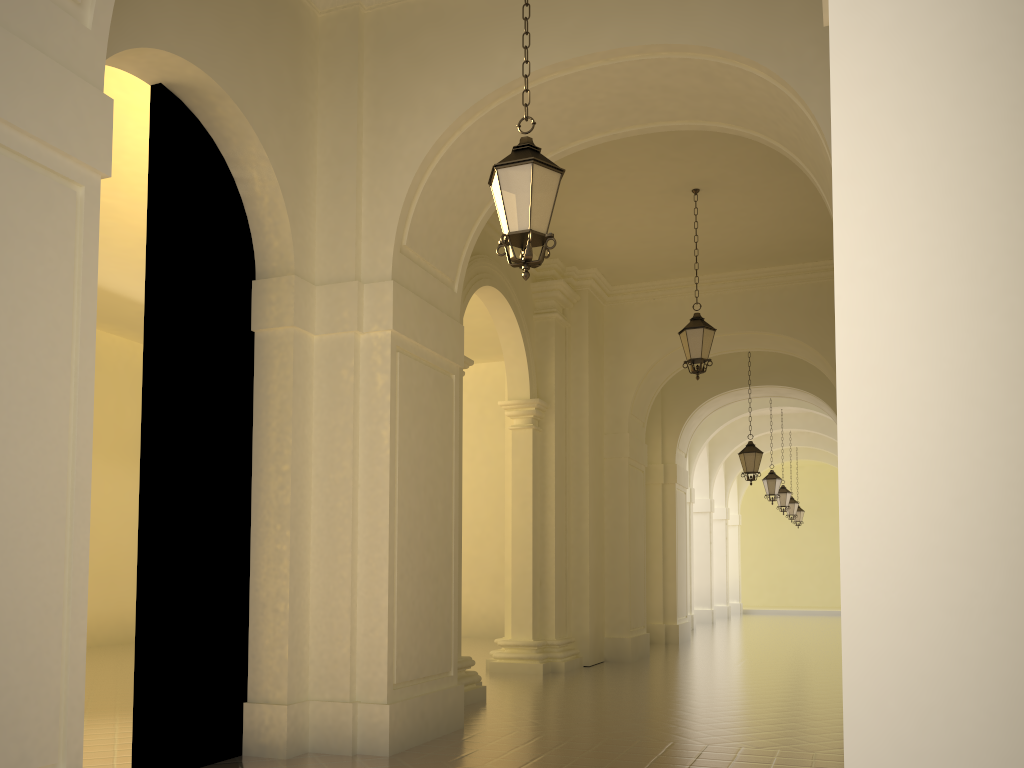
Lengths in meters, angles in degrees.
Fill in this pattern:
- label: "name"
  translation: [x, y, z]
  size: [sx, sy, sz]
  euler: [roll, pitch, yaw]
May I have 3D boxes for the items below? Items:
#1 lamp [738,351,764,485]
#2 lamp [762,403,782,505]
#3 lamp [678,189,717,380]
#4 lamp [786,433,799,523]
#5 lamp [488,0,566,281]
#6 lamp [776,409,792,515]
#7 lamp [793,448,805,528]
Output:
- label: "lamp"
  translation: [4.759, 0.392, 17.517]
  size: [0.442, 3.275, 0.515]
  euler: [1, -4, -9]
- label: "lamp"
  translation: [6.582, 1.428, 22.219]
  size: [0.511, 3.275, 0.446]
  euler: [-1, -4, 21]
- label: "lamp"
  translation: [2.432, -1.311, 11.532]
  size: [0.512, 2.538, 0.445]
  euler: [3, -5, -39]
- label: "lamp"
  translation: [9.369, 3.014, 29.409]
  size: [0.511, 3.275, 0.446]
  euler: [-1, -4, 21]
- label: "lamp"
  translation: [0.089, -2.265, 5.466]
  size: [0.442, 3.275, 0.515]
  euler: [1, -4, -9]
- label: "lamp"
  translation: [7.988, 2.228, 25.847]
  size: [0.511, 3.275, 0.446]
  euler: [-1, -4, 21]
- label: "lamp"
  translation: [10.741, 3.794, 32.950]
  size: [0.511, 3.275, 0.446]
  euler: [-1, -4, 21]
